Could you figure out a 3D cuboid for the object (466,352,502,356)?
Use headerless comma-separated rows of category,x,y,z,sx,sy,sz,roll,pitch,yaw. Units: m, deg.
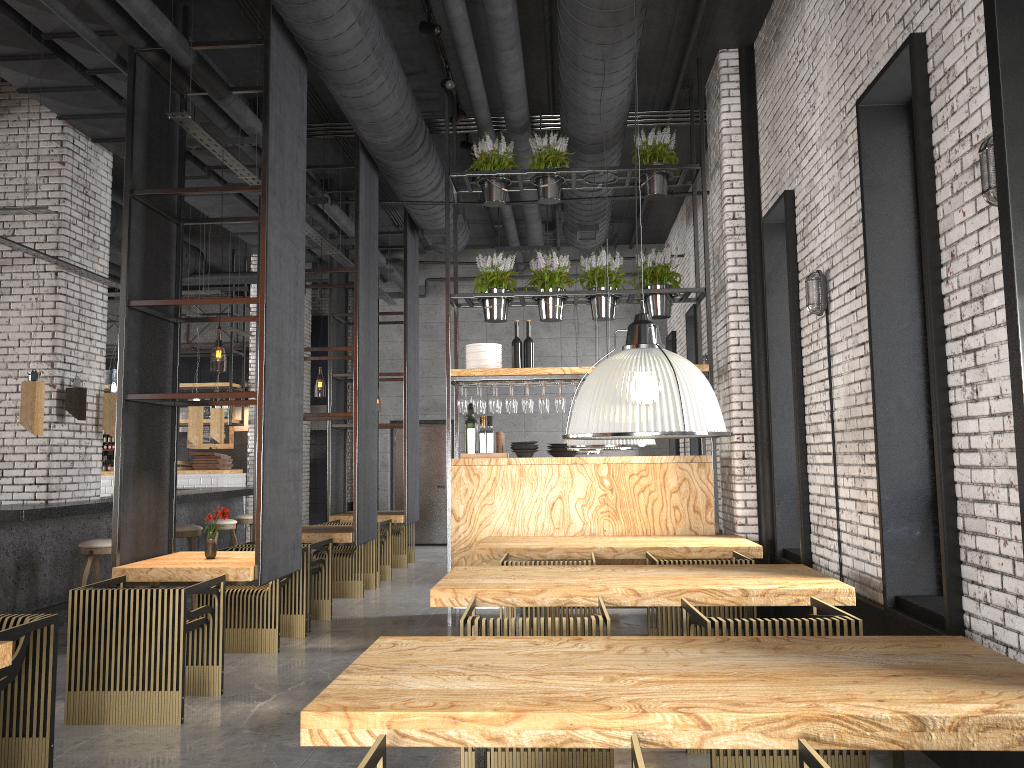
object,-0.260,-0.259,8.143,0.334,0.043,0.334,0,-5,-13

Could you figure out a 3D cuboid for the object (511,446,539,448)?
object,0.115,0.604,8.029,0.257,0.075,0.256,-4,-6,29

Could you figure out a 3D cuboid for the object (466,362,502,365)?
object,-0.257,-0.165,8.133,0.334,0.037,0.334,2,-6,-30

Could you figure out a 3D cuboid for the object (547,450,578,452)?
object,0.465,0.617,7.985,0.306,0.044,0.305,-1,-5,4

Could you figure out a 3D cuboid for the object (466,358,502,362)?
object,-0.258,-0.204,8.138,0.334,0.039,0.334,2,-6,-30

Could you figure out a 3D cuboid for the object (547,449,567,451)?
object,0.464,0.608,7.987,0.305,0.046,0.305,3,-6,-39

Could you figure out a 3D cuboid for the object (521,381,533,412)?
object,0.134,0.112,7.925,0.101,0.268,0.101,-6,-8,40

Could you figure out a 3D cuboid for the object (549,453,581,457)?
object,0.466,0.643,7.983,0.305,0.035,0.305,-5,-7,41

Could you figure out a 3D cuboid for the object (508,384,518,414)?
object,0.005,0.139,8.218,0.101,0.268,0.101,-6,-8,40

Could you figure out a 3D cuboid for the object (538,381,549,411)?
object,0.281,0.109,7.916,0.101,0.268,0.101,-6,-8,40

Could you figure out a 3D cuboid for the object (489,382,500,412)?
object,-0.160,0.117,7.943,0.101,0.268,0.101,-6,-8,40

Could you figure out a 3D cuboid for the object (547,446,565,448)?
object,0.465,0.579,7.990,0.306,0.037,0.305,-1,-5,5

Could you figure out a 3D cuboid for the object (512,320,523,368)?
object,0.046,-0.349,8.133,0.098,0.472,0.098,1,-6,-19

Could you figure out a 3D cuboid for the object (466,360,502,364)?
object,-0.258,-0.185,8.135,0.334,0.040,0.334,2,-6,-32

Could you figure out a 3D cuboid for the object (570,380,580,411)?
object,0.568,0.104,7.898,0.101,0.268,0.101,-6,-8,40

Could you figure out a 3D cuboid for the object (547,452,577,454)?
object,0.465,0.632,7.983,0.305,0.041,0.305,-3,-5,21

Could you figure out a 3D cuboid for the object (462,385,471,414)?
object,-0.427,0.147,8.245,0.101,0.268,0.101,-6,-8,40

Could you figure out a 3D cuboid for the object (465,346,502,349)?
object,-0.260,-0.317,8.149,0.334,0.039,0.334,1,-5,-21

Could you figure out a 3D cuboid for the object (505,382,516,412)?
object,-0.013,0.115,7.934,0.101,0.268,0.101,-6,-8,40

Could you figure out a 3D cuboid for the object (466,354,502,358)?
object,-0.259,-0.239,8.141,0.334,0.039,0.334,-2,-5,11

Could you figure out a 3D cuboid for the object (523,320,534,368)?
object,0.153,-0.351,8.126,0.098,0.472,0.098,1,-6,-19

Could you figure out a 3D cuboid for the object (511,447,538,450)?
object,0.115,0.611,8.028,0.257,0.076,0.256,-1,-5,3

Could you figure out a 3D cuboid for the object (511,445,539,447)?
object,0.116,0.586,8.030,0.257,0.072,0.256,1,-5,-24

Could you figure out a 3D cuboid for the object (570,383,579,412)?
object,0.586,0.128,8.182,0.101,0.268,0.101,-6,-8,40

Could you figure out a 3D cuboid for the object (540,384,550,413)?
object,0.300,0.133,8.200,0.101,0.268,0.101,-6,-8,40

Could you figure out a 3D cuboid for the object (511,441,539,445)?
object,0.116,0.557,8.033,0.257,0.076,0.256,-5,-7,41

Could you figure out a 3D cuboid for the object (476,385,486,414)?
object,-0.289,0.144,8.236,0.101,0.268,0.101,-6,-8,40

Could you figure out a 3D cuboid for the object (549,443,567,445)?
object,0.466,0.553,7.994,0.306,0.039,0.305,0,-5,-14

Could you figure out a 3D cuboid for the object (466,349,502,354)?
object,-0.259,-0.278,8.146,0.334,0.041,0.334,2,-6,-27

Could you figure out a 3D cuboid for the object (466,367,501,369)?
object,-0.257,-0.126,8.129,0.334,0.033,0.334,-5,-7,42

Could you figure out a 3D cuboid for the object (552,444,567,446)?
object,0.465,0.567,7.992,0.305,0.049,0.305,-3,-6,29

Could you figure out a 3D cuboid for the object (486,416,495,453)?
object,-0.197,0.473,8.011,0.070,0.368,0.107,-1,-6,3

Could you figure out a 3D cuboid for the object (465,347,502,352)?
object,-0.260,-0.298,8.148,0.334,0.044,0.334,2,-5,-26

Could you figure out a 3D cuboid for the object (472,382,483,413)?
object,-0.307,0.120,7.952,0.101,0.268,0.101,-6,-8,40

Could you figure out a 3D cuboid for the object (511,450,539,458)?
object,0.115,0.635,8.025,0.257,0.067,0.256,-2,-5,11

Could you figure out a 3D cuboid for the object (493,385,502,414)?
object,-0.142,0.141,8.227,0.101,0.268,0.101,-6,-8,40

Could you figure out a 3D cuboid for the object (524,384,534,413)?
object,0.152,0.136,8.209,0.101,0.268,0.101,-6,-8,40

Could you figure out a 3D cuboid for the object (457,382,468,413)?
object,-0.445,0.123,7.961,0.101,0.268,0.101,-6,-8,40

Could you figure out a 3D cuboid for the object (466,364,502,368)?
object,-0.257,-0.147,8.132,0.335,0.046,0.334,1,-5,-16

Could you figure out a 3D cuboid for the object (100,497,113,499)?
object,-3.975,1.106,9.094,0.200,0.106,0.765,-1,-5,4

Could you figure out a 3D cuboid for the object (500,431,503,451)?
object,-0.109,0.552,8.075,0.056,0.249,0.056,0,-6,-4

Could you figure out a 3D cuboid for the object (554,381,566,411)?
object,0.429,0.107,7.907,0.101,0.268,0.101,-6,-8,40

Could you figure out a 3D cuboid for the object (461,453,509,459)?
object,-0.244,0.658,8.097,0.411,0.050,0.410,-1,-5,3

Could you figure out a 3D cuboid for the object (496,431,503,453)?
object,-0.114,0.545,7.989,0.056,0.249,0.056,0,-6,-4

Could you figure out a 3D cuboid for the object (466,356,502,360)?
object,-0.259,-0.224,8.139,0.334,0.040,0.334,-3,-5,26

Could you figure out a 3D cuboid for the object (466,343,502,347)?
object,-0.260,-0.336,8.152,0.334,0.039,0.334,1,-5,-23

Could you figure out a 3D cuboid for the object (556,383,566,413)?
object,0.447,0.131,8.191,0.101,0.268,0.101,-6,-8,40

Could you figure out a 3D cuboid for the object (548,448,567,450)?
object,0.466,0.593,7.988,0.305,0.042,0.305,3,-6,-39
